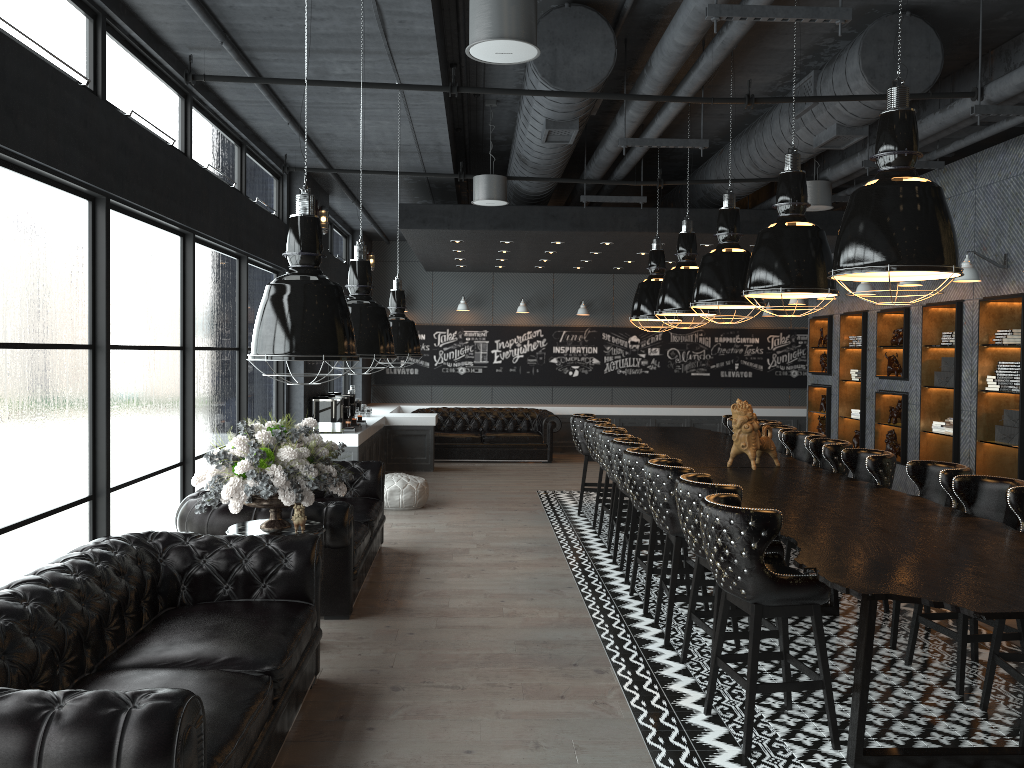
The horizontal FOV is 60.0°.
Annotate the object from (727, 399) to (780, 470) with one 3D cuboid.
[{"bbox_3d":[1.868,0.381,6.804,0.475,0.545,0.249,-1,2,-40],"label":"object"}]

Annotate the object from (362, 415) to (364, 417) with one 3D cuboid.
[{"bbox_3d":[-2.176,0.443,12.854,0.074,0.073,0.074,1,2,17],"label":"object"}]

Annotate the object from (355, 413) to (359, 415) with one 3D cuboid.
[{"bbox_3d":[-2.258,0.407,12.850,0.074,0.073,0.074,1,2,17],"label":"object"}]

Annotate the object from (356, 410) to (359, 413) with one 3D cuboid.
[{"bbox_3d":[-2.258,0.380,12.849,0.074,0.073,0.074,1,2,17],"label":"object"}]

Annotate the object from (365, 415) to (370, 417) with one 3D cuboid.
[{"bbox_3d":[-2.092,0.443,12.857,0.074,0.073,0.074,1,2,17],"label":"object"}]

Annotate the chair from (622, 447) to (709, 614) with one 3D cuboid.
[{"bbox_3d":[1.059,1.015,6.293,0.568,1.092,0.504,0,2,-5],"label":"chair"}]

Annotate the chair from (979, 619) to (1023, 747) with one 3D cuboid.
[{"bbox_3d":[2.614,1.104,4.203,0.568,1.092,0.504,1,2,7],"label":"chair"}]

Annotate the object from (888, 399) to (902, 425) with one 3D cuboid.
[{"bbox_3d":[4.589,0.330,10.629,0.143,0.306,0.317,0,2,-7],"label":"object"}]

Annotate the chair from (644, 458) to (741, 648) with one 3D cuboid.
[{"bbox_3d":[1.112,1.040,5.607,0.568,1.092,0.504,1,2,2],"label":"chair"}]

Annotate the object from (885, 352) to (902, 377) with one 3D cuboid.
[{"bbox_3d":[4.576,-0.226,10.589,0.154,0.309,0.324,1,2,3],"label":"object"}]

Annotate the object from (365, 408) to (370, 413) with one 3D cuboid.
[{"bbox_3d":[-2.091,0.382,12.856,0.074,0.073,0.074,1,2,17],"label":"object"}]

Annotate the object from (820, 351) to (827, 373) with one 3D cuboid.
[{"bbox_3d":[4.510,-0.303,12.715,0.155,0.329,0.236,1,2,3],"label":"object"}]

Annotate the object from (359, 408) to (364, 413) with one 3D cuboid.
[{"bbox_3d":[-2.176,0.381,12.852,0.074,0.073,0.074,1,2,17],"label":"object"}]

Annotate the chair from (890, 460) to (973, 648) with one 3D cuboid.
[{"bbox_3d":[2.597,1.053,5.638,0.568,1.092,0.504,1,2,-1],"label":"chair"}]

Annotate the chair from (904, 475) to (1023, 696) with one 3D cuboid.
[{"bbox_3d":[2.579,1.078,4.922,0.568,1.092,0.504,0,2,-10],"label":"chair"}]

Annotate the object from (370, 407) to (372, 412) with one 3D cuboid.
[{"bbox_3d":[-2.101,0.373,13.100,0.074,0.073,0.074,2,2,29],"label":"object"}]

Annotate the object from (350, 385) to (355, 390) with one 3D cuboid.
[{"bbox_3d":[-2.349,0.058,13.082,0.074,0.073,0.074,2,2,29],"label":"object"}]

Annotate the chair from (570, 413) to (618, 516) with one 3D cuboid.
[{"bbox_3d":[0.925,0.888,9.891,0.568,1.092,0.504,1,2,7],"label":"chair"}]

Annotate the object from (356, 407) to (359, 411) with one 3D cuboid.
[{"bbox_3d":[-2.258,0.346,12.848,0.074,0.073,0.074,1,2,17],"label":"object"}]

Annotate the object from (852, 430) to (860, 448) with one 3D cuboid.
[{"bbox_3d":[4.650,0.730,11.681,0.314,0.251,0.157,1,2,13],"label":"object"}]

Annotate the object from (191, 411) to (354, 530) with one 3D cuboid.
[{"bbox_3d":[-1.398,0.521,5.310,0.848,0.663,0.875,2,2,28],"label":"object"}]

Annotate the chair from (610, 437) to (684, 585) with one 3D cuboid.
[{"bbox_3d":[1.055,0.989,7.039,0.568,1.092,0.504,1,2,2],"label":"chair"}]

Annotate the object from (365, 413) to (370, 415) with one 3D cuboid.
[{"bbox_3d":[-2.092,0.409,12.856,0.074,0.073,0.074,1,2,17],"label":"object"}]

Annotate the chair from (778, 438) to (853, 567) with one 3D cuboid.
[{"bbox_3d":[2.428,1.000,7.125,0.568,1.092,0.504,1,2,6],"label":"chair"}]

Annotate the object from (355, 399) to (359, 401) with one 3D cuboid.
[{"bbox_3d":[-2.260,0.255,12.928,0.074,0.073,0.074,1,2,17],"label":"object"}]

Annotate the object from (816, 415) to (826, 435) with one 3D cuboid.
[{"bbox_3d":[4.501,0.633,12.774,0.170,0.362,0.269,0,2,-9],"label":"object"}]

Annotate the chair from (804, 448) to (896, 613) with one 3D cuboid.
[{"bbox_3d":[2.437,1.026,6.364,0.568,1.092,0.504,1,2,-1],"label":"chair"}]

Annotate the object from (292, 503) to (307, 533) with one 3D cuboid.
[{"bbox_3d":[-1.226,0.775,5.150,0.086,0.183,0.136,1,2,5],"label":"object"}]

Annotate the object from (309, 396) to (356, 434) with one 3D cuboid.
[{"bbox_3d":[-2.099,0.357,10.397,0.503,0.426,0.335,1,2,-2],"label":"object"}]

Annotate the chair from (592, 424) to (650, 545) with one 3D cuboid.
[{"bbox_3d":[1.040,0.939,8.454,0.568,1.092,0.504,0,2,-6],"label":"chair"}]

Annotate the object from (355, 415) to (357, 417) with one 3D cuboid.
[{"bbox_3d":[-2.259,0.442,12.850,0.074,0.073,0.074,1,2,17],"label":"object"}]

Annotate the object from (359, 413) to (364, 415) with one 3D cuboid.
[{"bbox_3d":[-2.176,0.408,12.853,0.074,0.073,0.074,1,2,17],"label":"object"}]

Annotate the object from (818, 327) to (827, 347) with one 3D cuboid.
[{"bbox_3d":[4.477,-0.675,12.727,0.097,0.290,0.290,0,2,-4],"label":"object"}]

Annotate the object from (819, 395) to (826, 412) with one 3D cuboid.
[{"bbox_3d":[4.553,0.280,12.786,0.253,0.249,0.126,0,2,-27],"label":"object"}]

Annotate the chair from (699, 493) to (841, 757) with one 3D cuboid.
[{"bbox_3d":[1.163,1.090,4.173,0.568,1.092,0.504,0,2,-10],"label":"chair"}]

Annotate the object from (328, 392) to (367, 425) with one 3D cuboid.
[{"bbox_3d":[-2.139,0.322,11.414,0.503,0.426,0.335,1,2,-2],"label":"object"}]

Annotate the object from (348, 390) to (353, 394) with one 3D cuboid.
[{"bbox_3d":[-2.340,0.128,12.839,0.074,0.073,0.074,1,2,17],"label":"object"}]

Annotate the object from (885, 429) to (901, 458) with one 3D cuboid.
[{"bbox_3d":[4.555,0.735,10.576,0.177,0.388,0.338,1,2,5],"label":"object"}]

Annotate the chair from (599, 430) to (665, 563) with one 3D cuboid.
[{"bbox_3d":[1.038,0.964,7.750,0.568,1.092,0.504,1,2,1],"label":"chair"}]

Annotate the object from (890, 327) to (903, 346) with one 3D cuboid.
[{"bbox_3d":[4.595,-0.562,10.542,0.138,0.222,0.278,0,2,-3],"label":"object"}]

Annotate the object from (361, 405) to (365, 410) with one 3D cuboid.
[{"bbox_3d":[-2.179,0.344,12.934,0.074,0.073,0.074,1,2,17],"label":"object"}]

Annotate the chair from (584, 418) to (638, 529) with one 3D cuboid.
[{"bbox_3d":[1.022,0.914,9.169,0.568,1.092,0.504,1,2,7],"label":"chair"}]

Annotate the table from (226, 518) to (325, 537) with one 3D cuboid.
[{"bbox_3d":[-1.409,1.215,5.299,0.572,0.726,0.572,-1,2,-39],"label":"table"}]

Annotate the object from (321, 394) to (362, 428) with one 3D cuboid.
[{"bbox_3d":[-2.119,0.339,10.913,0.503,0.426,0.335,1,2,-2],"label":"object"}]

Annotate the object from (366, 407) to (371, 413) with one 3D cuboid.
[{"bbox_3d":[-2.095,0.379,12.938,0.074,0.073,0.074,1,2,17],"label":"object"}]

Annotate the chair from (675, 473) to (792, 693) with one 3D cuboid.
[{"bbox_3d":[1.183,1.065,4.906,0.568,1.092,0.504,0,2,-8],"label":"chair"}]
